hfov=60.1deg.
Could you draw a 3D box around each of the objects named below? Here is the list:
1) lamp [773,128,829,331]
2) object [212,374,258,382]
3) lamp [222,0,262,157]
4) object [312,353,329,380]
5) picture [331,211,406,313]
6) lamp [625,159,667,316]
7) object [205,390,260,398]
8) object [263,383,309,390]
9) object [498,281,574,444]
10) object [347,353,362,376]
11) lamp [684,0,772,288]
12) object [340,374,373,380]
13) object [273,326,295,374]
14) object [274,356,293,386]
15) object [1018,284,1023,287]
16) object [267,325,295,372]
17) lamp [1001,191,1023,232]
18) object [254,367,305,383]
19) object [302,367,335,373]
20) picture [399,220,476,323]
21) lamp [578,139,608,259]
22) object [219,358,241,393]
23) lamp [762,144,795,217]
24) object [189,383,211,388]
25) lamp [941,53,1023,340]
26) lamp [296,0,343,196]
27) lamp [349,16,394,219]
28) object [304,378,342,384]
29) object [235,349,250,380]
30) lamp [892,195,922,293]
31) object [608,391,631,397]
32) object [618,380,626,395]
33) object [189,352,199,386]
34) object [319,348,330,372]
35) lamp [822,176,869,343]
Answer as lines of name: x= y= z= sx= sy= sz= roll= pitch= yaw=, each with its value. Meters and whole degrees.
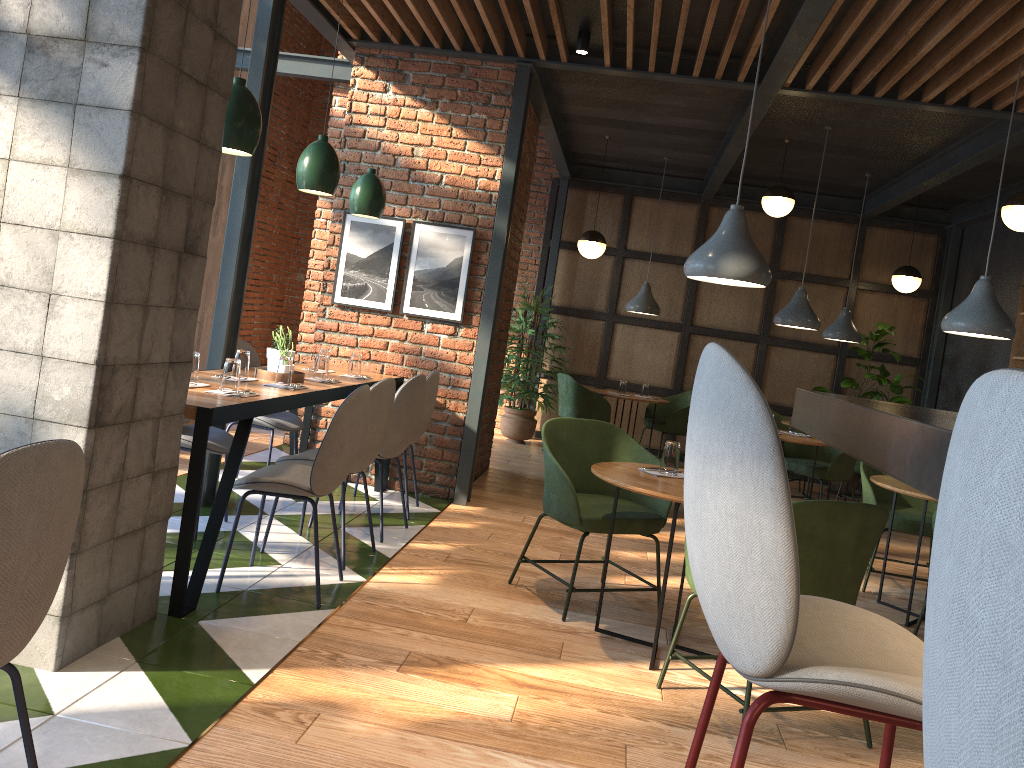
lamp: x=2.540 y=-2.658 z=6.852 sx=0.354 sy=4.486 sz=0.352 roll=9 pitch=2 yaw=42
object: x=-1.333 y=-0.034 z=4.291 sx=0.157 sy=0.019 sz=0.243 roll=9 pitch=4 yaw=7
lamp: x=-1.002 y=-1.945 z=3.586 sx=0.224 sy=2.020 sz=0.224 roll=9 pitch=1 yaw=10
object: x=-1.043 y=-0.095 z=4.850 sx=0.080 sy=0.138 sz=0.080 roll=8 pitch=2 yaw=-20
picture: x=-0.965 y=-0.821 z=5.950 sx=0.430 sy=0.630 sz=0.015 roll=9 pitch=1 yaw=7
lamp: x=1.639 y=-2.926 z=8.852 sx=0.354 sy=4.486 sz=0.352 roll=9 pitch=2 yaw=42
object: x=-1.163 y=0.033 z=3.680 sx=0.157 sy=0.019 sz=0.243 roll=9 pitch=4 yaw=7
object: x=-1.088 y=0.005 z=4.261 sx=0.157 sy=0.019 sz=0.243 roll=9 pitch=4 yaw=7
object: x=0.162 y=-0.239 z=9.312 sx=0.976 sy=1.721 sz=0.917 roll=8 pitch=2 yaw=-28
object: x=-0.954 y=-0.119 z=5.392 sx=0.080 sy=0.138 sz=0.080 roll=8 pitch=2 yaw=-20
lamp: x=1.203 y=-2.634 z=3.577 sx=0.354 sy=4.486 sz=0.352 roll=9 pitch=2 yaw=42
object: x=-0.944 y=-0.049 z=5.369 sx=0.157 sy=0.019 sz=0.243 roll=9 pitch=4 yaw=7
object: x=-1.154 y=-0.156 z=4.500 sx=0.115 sy=0.282 sz=0.128 roll=9 pitch=2 yaw=3
object: x=-1.099 y=-0.065 z=4.284 sx=0.080 sy=0.138 sz=0.080 roll=7 pitch=2 yaw=-30
object: x=4.416 y=-0.753 z=7.274 sx=0.174 sy=0.329 sz=0.538 roll=8 pitch=3 yaw=-14
object: x=-1.204 y=-0.168 z=4.616 sx=0.145 sy=0.276 sz=0.146 roll=8 pitch=2 yaw=-12
lamp: x=3.662 y=-2.886 z=5.852 sx=0.268 sy=3.790 sz=0.269 roll=8 pitch=1 yaw=-21
object: x=-1.198 y=-0.046 z=4.570 sx=0.251 sy=0.046 sz=0.254 roll=7 pitch=4 yaw=-19
object: x=-1.182 y=-0.089 z=5.444 sx=0.157 sy=0.019 sz=0.243 roll=9 pitch=4 yaw=6
picture: x=-0.494 y=-0.747 z=5.890 sx=0.430 sy=0.630 sz=0.015 roll=9 pitch=1 yaw=7
lamp: x=1.011 y=-3.053 z=8.307 sx=0.267 sy=3.790 sz=0.269 roll=8 pitch=1 yaw=-40
object: x=-1.174 y=-0.037 z=3.703 sx=0.080 sy=0.138 sz=0.080 roll=9 pitch=2 yaw=30
lamp: x=2.507 y=-3.284 z=7.452 sx=0.268 sy=3.790 sz=0.269 roll=8 pitch=1 yaw=-14
object: x=-1.390 y=-0.007 z=3.766 sx=0.157 sy=0.019 sz=0.243 roll=9 pitch=4 yaw=7
lamp: x=2.772 y=-2.472 z=4.616 sx=0.354 sy=4.486 sz=0.352 roll=9 pitch=2 yaw=42
lamp: x=-0.874 y=-1.994 z=4.591 sx=0.224 sy=2.020 sz=0.224 roll=9 pitch=1 yaw=10
lamp: x=-0.762 y=-2.037 z=5.475 sx=0.224 sy=2.020 sz=0.224 roll=9 pitch=1 yaw=10
object: x=-1.033 y=-0.025 z=4.827 sx=0.157 sy=0.019 sz=0.243 roll=9 pitch=4 yaw=7
object: x=-1.303 y=-0.094 z=4.266 sx=0.080 sy=0.138 sz=0.080 roll=9 pitch=2 yaw=30
lamp: x=4.123 y=-2.766 z=8.642 sx=0.267 sy=3.790 sz=0.269 roll=8 pitch=1 yaw=-40
object: x=1.065 y=0.094 z=8.826 sx=0.157 sy=0.019 sz=0.244 roll=6 pitch=4 yaw=-27
object: x=1.101 y=0.033 z=8.824 sx=0.080 sy=0.138 sz=0.080 roll=8 pitch=2 yaw=-14
object: x=-1.360 y=-0.067 z=3.741 sx=0.080 sy=0.138 sz=0.080 roll=7 pitch=2 yaw=-30
object: x=-1.151 y=-0.150 z=5.419 sx=0.080 sy=0.138 sz=0.080 roll=9 pitch=2 yaw=29
lamp: x=3.419 y=-2.623 z=8.265 sx=0.354 sy=4.486 sz=0.352 roll=9 pitch=2 yaw=42
